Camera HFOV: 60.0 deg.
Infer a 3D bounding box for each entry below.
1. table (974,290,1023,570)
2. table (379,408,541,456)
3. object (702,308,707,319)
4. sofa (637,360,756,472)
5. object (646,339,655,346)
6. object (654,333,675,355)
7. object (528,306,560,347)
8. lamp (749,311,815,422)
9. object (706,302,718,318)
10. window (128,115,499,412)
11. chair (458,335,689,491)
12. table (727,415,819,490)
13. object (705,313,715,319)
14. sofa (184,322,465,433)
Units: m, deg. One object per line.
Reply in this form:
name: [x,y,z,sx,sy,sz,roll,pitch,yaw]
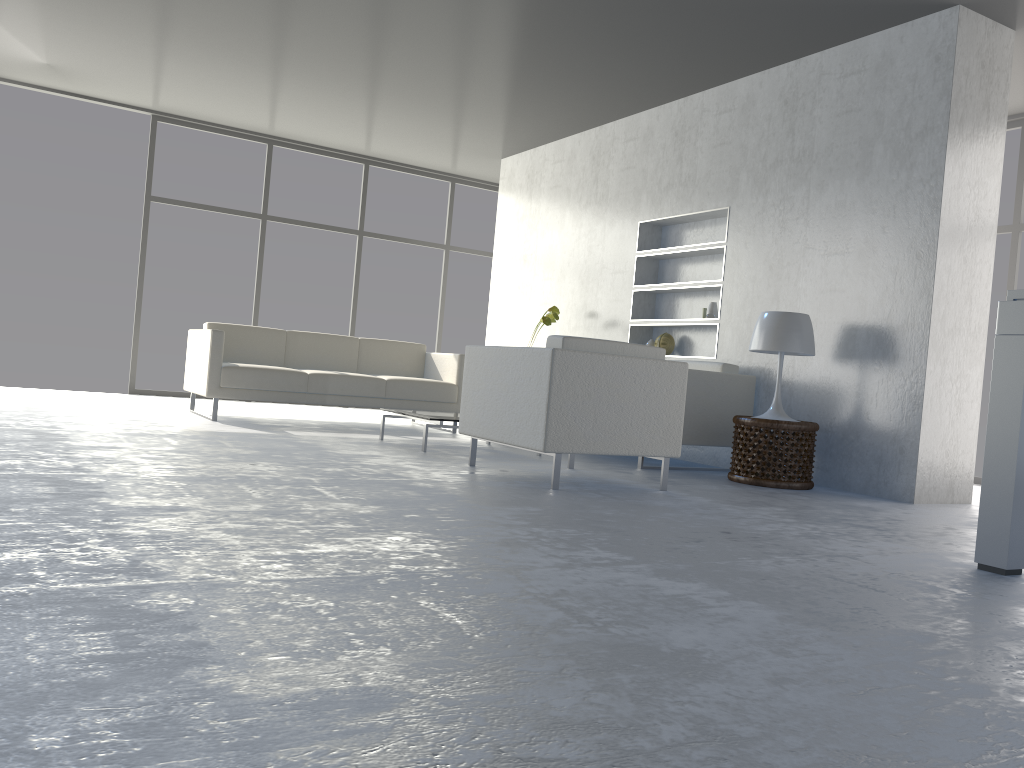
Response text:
table: [2.644,0.233,2.724,2.095,0.835,1.180,5,1,-30]
table: [-0.314,0.291,5.386,0.773,0.190,0.730,5,1,-30]
object: [1.305,-0.468,6.021,0.074,0.094,0.074,5,1,24]
sofa: [0.637,0.134,5.978,0.821,0.658,1.881,5,1,-30]
object: [1.017,-0.263,6.482,0.086,0.128,0.086,5,1,-20]
object: [1.072,-0.283,6.340,0.088,0.179,0.163,5,1,-40]
object: [0.155,-0.112,6.928,0.387,1.051,0.400,5,1,-3]
lamp: [1.455,-0.091,4.811,0.347,0.582,0.347,5,1,28]
object: [1.344,-0.482,5.946,0.079,0.130,0.079,5,1,-32]
window: [-1.529,-0.996,8.855,4.080,2.477,0.037,5,1,-30]
chair: [0.264,0.116,4.226,0.748,0.662,0.821,5,1,-30]
table: [1.415,0.368,4.813,0.452,0.358,0.452,5,1,35]
object: [1.315,-0.444,5.878,0.064,0.050,0.064,5,1,-25]
sofa: [-1.340,-0.045,6.513,1.881,0.658,0.821,5,1,-30]
